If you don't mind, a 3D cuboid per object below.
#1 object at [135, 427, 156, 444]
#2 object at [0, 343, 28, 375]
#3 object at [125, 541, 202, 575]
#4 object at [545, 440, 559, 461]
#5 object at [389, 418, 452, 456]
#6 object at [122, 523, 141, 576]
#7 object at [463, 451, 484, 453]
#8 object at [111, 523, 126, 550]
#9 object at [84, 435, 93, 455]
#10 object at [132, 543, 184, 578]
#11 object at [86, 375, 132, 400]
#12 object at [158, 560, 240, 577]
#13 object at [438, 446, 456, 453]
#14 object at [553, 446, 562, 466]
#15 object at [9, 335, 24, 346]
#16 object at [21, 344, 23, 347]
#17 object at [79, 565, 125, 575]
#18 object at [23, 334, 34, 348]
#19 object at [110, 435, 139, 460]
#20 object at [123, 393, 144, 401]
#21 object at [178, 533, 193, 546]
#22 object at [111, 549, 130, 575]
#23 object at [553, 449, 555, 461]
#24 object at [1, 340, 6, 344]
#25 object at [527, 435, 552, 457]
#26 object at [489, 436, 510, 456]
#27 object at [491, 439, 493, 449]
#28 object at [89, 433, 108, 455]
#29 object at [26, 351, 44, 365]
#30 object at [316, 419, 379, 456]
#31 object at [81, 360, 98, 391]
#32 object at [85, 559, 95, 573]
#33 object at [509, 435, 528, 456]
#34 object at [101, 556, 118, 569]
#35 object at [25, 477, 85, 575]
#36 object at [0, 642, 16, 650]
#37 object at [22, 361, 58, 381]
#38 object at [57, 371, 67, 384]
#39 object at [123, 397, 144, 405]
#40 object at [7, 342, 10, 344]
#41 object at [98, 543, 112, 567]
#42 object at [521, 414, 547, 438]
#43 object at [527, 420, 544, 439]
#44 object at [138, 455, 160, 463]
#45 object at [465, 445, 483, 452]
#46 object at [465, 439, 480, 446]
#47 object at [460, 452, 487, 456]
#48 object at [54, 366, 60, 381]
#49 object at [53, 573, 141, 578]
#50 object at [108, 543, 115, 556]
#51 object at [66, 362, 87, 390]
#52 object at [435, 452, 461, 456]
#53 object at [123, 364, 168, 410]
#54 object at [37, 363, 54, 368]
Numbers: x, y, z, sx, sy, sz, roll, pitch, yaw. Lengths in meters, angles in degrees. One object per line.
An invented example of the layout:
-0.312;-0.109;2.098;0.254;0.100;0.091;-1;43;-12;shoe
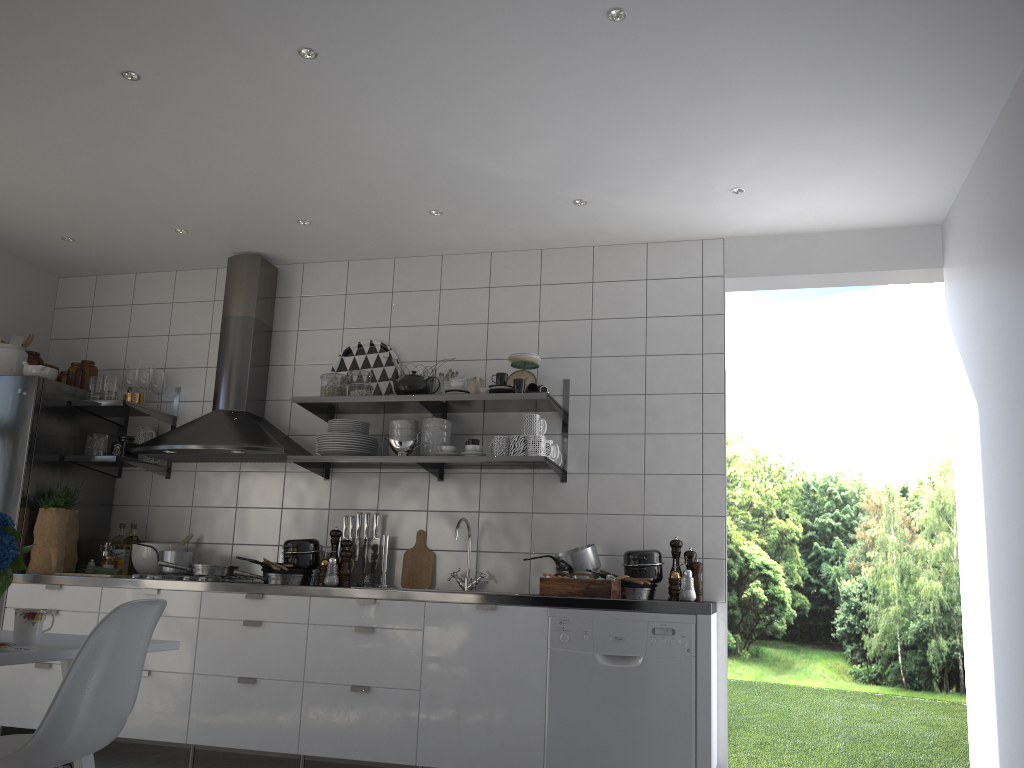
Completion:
-1.987;0.286;4.797;0.083;0.099;0.109;12;-16;-40;object
-2.659;-0.092;4.669;0.174;0.206;0.175;0;-12;10;object
-1.718;0.861;4.384;0.349;0.153;0.201;11;-15;-35;object
0.162;0.312;4.081;0.108;0.099;0.083;2;-12;1;object
-0.452;0.283;4.322;0.309;0.215;0.151;0;-12;12;object
-2.007;0.878;4.681;0.089;0.280;0.082;-1;-11;15;object
-0.184;0.337;4.204;0.121;0.023;0.122;3;-13;-4;object
-2.085;0.881;4.707;0.066;0.280;0.067;0;-11;10;object
-2.189;0.332;4.634;0.086;0.119;0.086;-3;-13;25;object
-1.834;0.916;4.571;0.248;0.174;0.248;11;-15;-34;object
-2.126;0.045;4.672;0.190;0.133;0.230;1;-12;5;object
-1.474;0.875;4.201;0.351;0.060;0.234;4;-13;-6;object
-0.298;0.315;4.096;0.079;0.047;0.083;1;-13;7;object
0.185;0.351;4.248;0.108;0.099;0.083;1;-12;4;object
-2.656;-0.135;4.688;0.064;0.288;0.142;5;-11;-11;object
-2.622;-0.107;4.706;0.051;0.245;0.115;6;-12;-20;object
-2.001;0.899;4.270;0.276;0.053;0.142;-5;-15;30;object
-2.614;-0.130;4.706;0.131;0.294;0.057;3;-11;-5;object
-2.010;0.331;4.606;0.100;0.122;0.101;-3;-13;24;object
-1.987;0.075;4.651;0.100;0.048;0.100;-7;-16;37;object
-1.778;0.884;4.594;0.222;0.231;0.081;8;-12;-24;object
-2.049;0.936;4.627;0.077;0.140;0.044;-1;-11;15;object
0.139;0.329;4.160;0.083;0.099;0.109;12;-16;-40;object
-2.690;-0.118;4.677;0.117;0.249;0.061;-9;-16;44;object
0.124;0.287;3.979;0.108;0.099;0.083;1;-12;4;object
-0.052;0.294;4.041;0.083;0.099;0.109;6;-12;-15;object
-0.054;0.310;4.113;0.083;0.099;0.109;12;-16;-40;object
-2.123;0.318;4.560;0.086;0.119;0.087;0;-12;11;object
-2.657;-0.058;4.874;0.118;0.234;0.118;-7;-15;39;object
-0.805;0.284;4.341;0.306;0.193;0.303;-2;-13;19;object
-2.337;-0.029;4.859;0.097;0.193;0.098;-1;-12;14;object
-2.154;0.939;4.534;0.046;0.084;0.046;4;-11;-7;object
0.043;0.288;4.000;0.108;0.099;0.083;1;-12;4;object
-2.054;0.931;4.520;0.078;0.101;0.078;6;-12;-18;object
-2.245;0.698;4.389;0.173;0.505;0.285;2;-11;2;object
-1.313;0.636;2.141;0.201;0.015;0.202;-2;-14;19;object
-2.434;-0.053;4.583;0.159;0.109;0.174;0;-13;10;object
-2.444;0.000;4.854;0.093;0.126;0.094;-6;-14;36;object
-1.986;0.097;4.648;0.100;0.036;0.100;-6;-15;34;object
-2.656;-0.108;4.712;0.118;0.248;0.034;-1;-11;15;object
-2.103;0.906;4.574;0.059;0.171;0.059;8;-12;-25;object
0.094;0.189;4.004;0.083;0.099;0.109;12;-16;-40;object
0.107;0.223;4.149;0.083;0.099;0.109;6;-12;-15;object
-1.958;0.383;4.772;0.108;0.099;0.083;1;-12;4;object
-0.175;0.307;4.039;0.079;0.047;0.083;-4;-14;27;object
-0.186;0.304;4.217;0.055;0.077;0.071;8;-13;-24;object
-0.175;0.327;4.036;0.121;0.021;0.122;-2;-14;19;object
-2.607;-0.006;4.986;0.113;0.185;0.113;-9;-16;43;object
-1.996;0.922;4.267;0.330;0.012;0.222;-1;-13;15;object
-2.116;0.920;4.637;0.059;0.171;0.059;8;-12;-25;object
-2.334;-0.033;4.750;0.093;0.153;0.094;-6;-14;37;object
-0.298;0.335;4.093;0.121;0.021;0.122;-1;-13;12;object
-2.010;0.034;4.848;0.192;0.243;0.207;0;-12;13;object
-2.544;-0.027;4.811;0.113;0.153;0.113;-8;-16;42;object
